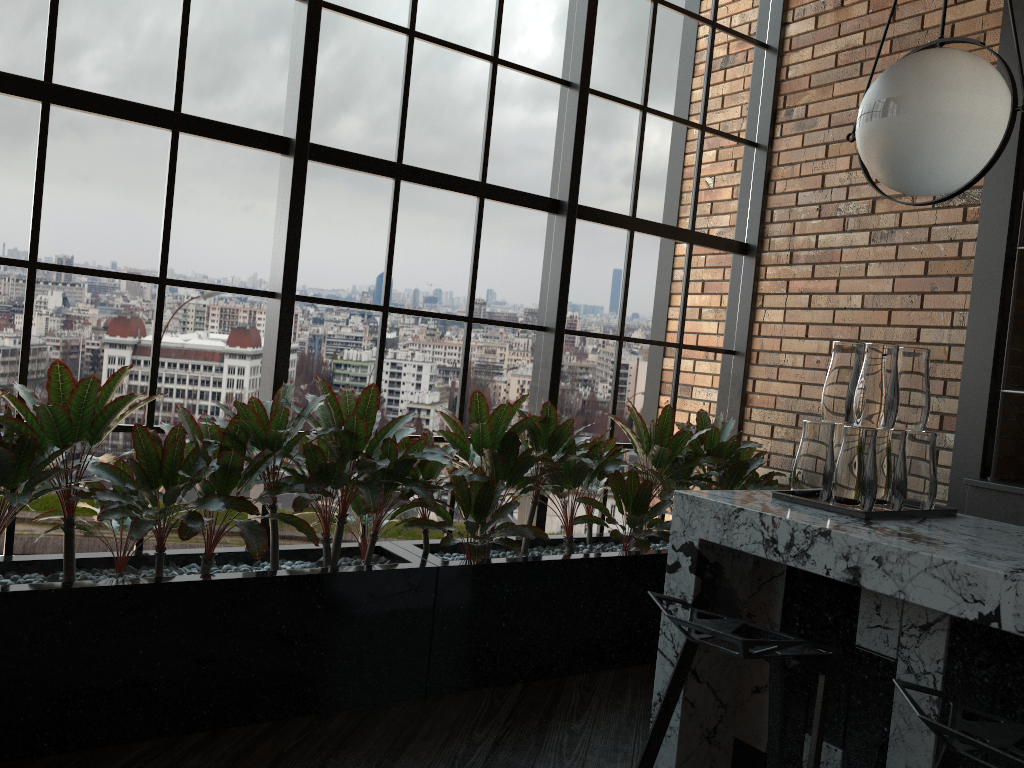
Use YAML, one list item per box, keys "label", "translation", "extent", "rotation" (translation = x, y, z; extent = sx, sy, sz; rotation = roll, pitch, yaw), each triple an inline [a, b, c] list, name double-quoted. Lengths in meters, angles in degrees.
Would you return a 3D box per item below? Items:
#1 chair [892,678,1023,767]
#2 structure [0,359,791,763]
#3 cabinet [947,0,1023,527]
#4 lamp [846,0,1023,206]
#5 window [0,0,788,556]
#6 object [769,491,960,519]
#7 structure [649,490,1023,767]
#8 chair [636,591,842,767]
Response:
- label: "chair"
  translation: [0.795, 0.866, 1.365]
  extent: [0.414, 0.737, 0.475]
  rotation: [5, 2, -29]
- label: "structure"
  translation: [-0.351, 0.533, 3.180]
  extent: [4.107, 1.072, 0.757]
  rotation: [5, 2, -35]
- label: "cabinet"
  translation: [2.967, -0.411, 2.328]
  extent: [0.564, 3.779, 7.075]
  rotation: [5, 2, -34]
- label: "lamp"
  translation: [1.068, -1.300, 2.094]
  extent: [0.340, 1.754, 0.340]
  rotation: [6, 2, 12]
- label: "window"
  translation: [-5.423, -1.227, 0.050]
  extent: [16.179, 3.253, 0.168]
  rotation: [5, 2, -34]
- label: "object"
  translation: [0.910, 0.309, 2.291]
  extent: [0.437, 0.019, 0.273]
  rotation: [5, 2, -34]
- label: "structure"
  translation: [2.683, 0.729, 0.591]
  extent: [1.930, 1.430, 5.346]
  rotation: [5, 2, -34]
- label: "chair"
  translation: [0.475, 0.821, 1.837]
  extent: [0.414, 0.737, 0.475]
  rotation: [4, 2, -44]
